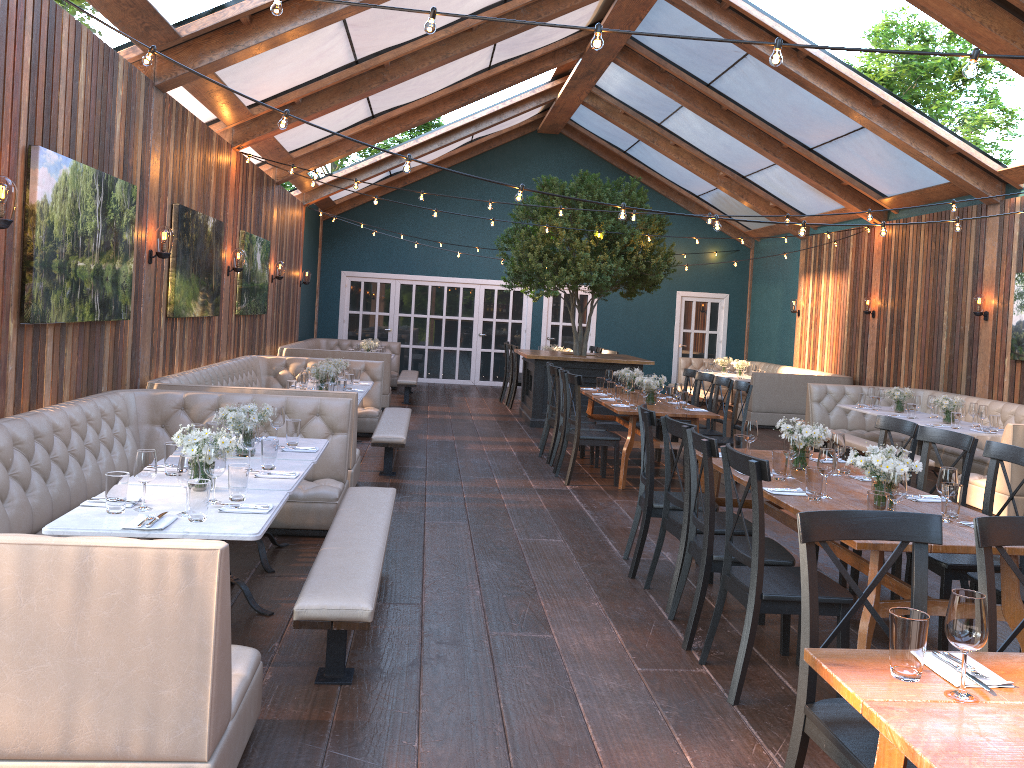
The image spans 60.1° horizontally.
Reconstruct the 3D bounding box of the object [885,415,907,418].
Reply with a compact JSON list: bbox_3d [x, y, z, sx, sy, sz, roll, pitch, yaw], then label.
[{"bbox_3d":[4.194,0.345,9.599,0.255,0.019,0.158,3,5,-5],"label":"object"}]

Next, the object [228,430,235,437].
[{"bbox_3d":[-1.729,0.271,5.517,0.091,0.158,0.092,3,2,-19],"label":"object"}]

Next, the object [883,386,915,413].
[{"bbox_3d":[4.420,0.171,10.099,0.336,0.309,0.329,4,3,7],"label":"object"}]

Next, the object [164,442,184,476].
[{"bbox_3d":[-1.666,0.369,4.350,0.091,0.158,0.092,3,2,-19],"label":"object"}]

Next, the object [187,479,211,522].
[{"bbox_3d":[-1.242,0.462,3.503,0.091,0.158,0.092,3,2,-19],"label":"object"}]

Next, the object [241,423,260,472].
[{"bbox_3d":[-1.351,0.327,4.564,0.092,0.244,0.092,4,2,37],"label":"object"}]

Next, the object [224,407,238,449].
[{"bbox_3d":[-1.645,0.259,5.193,0.092,0.244,0.092,4,2,43],"label":"object"}]

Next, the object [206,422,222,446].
[{"bbox_3d":[-1.729,0.303,5.121,0.091,0.158,0.092,3,2,-19],"label":"object"}]

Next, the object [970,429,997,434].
[{"bbox_3d":[4.528,0.450,8.533,0.157,0.019,0.256,3,5,-5],"label":"object"}]

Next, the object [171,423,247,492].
[{"bbox_3d":[-1.409,0.332,4.056,0.328,0.309,0.337,2,3,-31],"label":"object"}]

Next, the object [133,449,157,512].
[{"bbox_3d":[-1.506,0.394,3.630,0.092,0.244,0.092,4,2,37],"label":"object"}]

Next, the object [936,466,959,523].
[{"bbox_3d":[1.976,0.503,4.017,0.092,0.244,0.092,4,2,37],"label":"object"}]

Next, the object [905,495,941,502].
[{"bbox_3d":[2.099,0.580,4.535,0.255,0.019,0.158,3,5,-5],"label":"object"}]

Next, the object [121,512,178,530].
[{"bbox_3d":[-1.400,0.528,3.440,0.157,0.019,0.256,3,5,-5],"label":"object"}]

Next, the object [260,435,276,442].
[{"bbox_3d":[-1.579,0.344,5.582,0.157,0.019,0.256,3,5,-5],"label":"object"}]

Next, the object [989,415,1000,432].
[{"bbox_3d":[4.686,0.384,8.596,0.092,0.158,0.092,4,2,31],"label":"object"}]

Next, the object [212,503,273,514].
[{"bbox_3d":[-1.145,0.518,3.738,0.255,0.019,0.158,3,5,-5],"label":"object"}]

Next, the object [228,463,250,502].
[{"bbox_3d":[-1.204,0.433,3.891,0.091,0.158,0.092,3,2,-19],"label":"object"}]

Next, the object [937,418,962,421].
[{"bbox_3d":[4.714,0.376,9.579,0.255,0.019,0.158,3,5,-5],"label":"object"}]

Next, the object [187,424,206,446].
[{"bbox_3d":[-1.582,0.325,4.423,0.092,0.244,0.092,4,2,37],"label":"object"}]

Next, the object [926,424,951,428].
[{"bbox_3d":[4.270,0.413,8.806,0.255,0.019,0.158,3,5,-5],"label":"object"}]

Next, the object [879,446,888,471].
[{"bbox_3d":[1.946,0.452,4.613,0.092,0.244,0.092,4,2,37],"label":"object"}]

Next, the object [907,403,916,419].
[{"bbox_3d":[4.262,0.291,9.444,0.091,0.158,0.092,3,2,-19],"label":"object"}]

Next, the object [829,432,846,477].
[{"bbox_3d":[1.882,0.407,5.123,0.092,0.244,0.092,4,2,37],"label":"object"}]

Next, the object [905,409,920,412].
[{"bbox_3d":[4.641,0.307,10.376,0.255,0.019,0.158,3,5,-5],"label":"object"}]

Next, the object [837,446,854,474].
[{"bbox_3d":[1.960,0.447,5.215,0.092,0.158,0.092,4,2,21],"label":"object"}]

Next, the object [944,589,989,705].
[{"bbox_3d":[1.057,0.609,2.063,0.092,0.244,0.092,4,2,37],"label":"object"}]

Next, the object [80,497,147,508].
[{"bbox_3d":[-1.657,0.491,3.712,0.255,0.019,0.158,3,5,-5],"label":"object"}]

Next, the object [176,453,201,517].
[{"bbox_3d":[-1.312,0.409,3.583,0.092,0.244,0.092,4,2,37],"label":"object"}]

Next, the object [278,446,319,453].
[{"bbox_3d":[-1.286,0.385,5.282,0.255,0.019,0.158,3,5,-5],"label":"object"}]

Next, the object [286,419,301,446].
[{"bbox_3d":[-1.346,0.299,5.435,0.091,0.158,0.092,3,2,-19],"label":"object"}]

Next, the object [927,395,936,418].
[{"bbox_3d":[4.576,0.249,9.658,0.092,0.244,0.092,4,2,43],"label":"object"}]

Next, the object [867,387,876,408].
[{"bbox_3d":[4.274,0.161,10.529,0.092,0.244,0.092,4,2,43],"label":"object"}]

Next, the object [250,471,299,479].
[{"bbox_3d":[-1.213,0.454,4.485,0.255,0.019,0.158,3,5,-5],"label":"object"}]

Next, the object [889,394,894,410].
[{"bbox_3d":[4.503,0.180,10.455,0.092,0.244,0.092,4,2,43],"label":"object"}]

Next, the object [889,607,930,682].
[{"bbox_3d":[0.967,0.639,2.164,0.092,0.158,0.092,4,2,21],"label":"object"}]

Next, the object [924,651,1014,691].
[{"bbox_3d":[1.133,0.715,2.208,0.157,0.019,0.256,3,5,-5],"label":"object"}]

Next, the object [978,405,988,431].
[{"bbox_3d":[4.615,0.331,8.677,0.092,0.244,0.092,4,2,43],"label":"object"}]

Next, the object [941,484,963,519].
[{"bbox_3d":[2.038,0.542,4.106,0.092,0.158,0.092,4,2,21],"label":"object"}]

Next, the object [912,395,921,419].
[{"bbox_3d":[4.346,0.247,9.516,0.092,0.244,0.092,4,2,43],"label":"object"}]

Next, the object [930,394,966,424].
[{"bbox_3d":[4.508,0.254,9.144,0.336,0.309,0.329,4,3,11],"label":"object"}]

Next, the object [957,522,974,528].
[{"bbox_3d":[2.117,0.629,3.942,0.255,0.019,0.158,3,5,-5],"label":"object"}]

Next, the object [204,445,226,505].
[{"bbox_3d":[-1.283,0.391,3.817,0.092,0.244,0.092,4,2,37],"label":"object"}]

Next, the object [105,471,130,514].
[{"bbox_3d":[-1.590,0.438,3.557,0.091,0.158,0.092,3,2,-19],"label":"object"}]

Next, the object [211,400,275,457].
[{"bbox_3d":[-1.516,0.249,5.003,0.329,0.309,0.336,4,3,17],"label":"object"}]

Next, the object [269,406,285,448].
[{"bbox_3d":[-1.424,0.258,5.362,0.092,0.244,0.092,4,2,43],"label":"object"}]

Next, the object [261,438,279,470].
[{"bbox_3d":[-1.273,0.368,4.638,0.091,0.158,0.092,3,2,-19],"label":"object"}]

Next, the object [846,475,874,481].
[{"bbox_3d":[2.034,0.534,5.058,0.255,0.019,0.158,3,5,-5],"label":"object"}]

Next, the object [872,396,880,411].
[{"bbox_3d":[4.199,0.225,10.214,0.091,0.158,0.092,3,2,-19],"label":"object"}]

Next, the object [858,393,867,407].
[{"bbox_3d":[4.198,0.193,10.611,0.091,0.158,0.092,3,2,-19],"label":"object"}]

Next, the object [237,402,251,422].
[{"bbox_3d":[-1.654,0.239,5.435,0.092,0.244,0.092,4,2,43],"label":"object"}]

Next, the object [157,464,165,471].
[{"bbox_3d":[-1.733,0.423,4.505,0.255,0.019,0.158,3,5,-5],"label":"object"}]

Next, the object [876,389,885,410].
[{"bbox_3d":[4.283,0.181,10.287,0.092,0.244,0.092,4,2,43],"label":"object"}]

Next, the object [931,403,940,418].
[{"bbox_3d":[4.655,0.290,9.731,0.091,0.158,0.092,3,2,-19],"label":"object"}]

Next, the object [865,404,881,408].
[{"bbox_3d":[4.348,0.266,10.675,0.157,0.019,0.256,3,5,-5],"label":"object"}]

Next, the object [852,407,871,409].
[{"bbox_3d":[4.132,0.278,10.369,0.255,0.019,0.158,3,5,-5],"label":"object"}]
